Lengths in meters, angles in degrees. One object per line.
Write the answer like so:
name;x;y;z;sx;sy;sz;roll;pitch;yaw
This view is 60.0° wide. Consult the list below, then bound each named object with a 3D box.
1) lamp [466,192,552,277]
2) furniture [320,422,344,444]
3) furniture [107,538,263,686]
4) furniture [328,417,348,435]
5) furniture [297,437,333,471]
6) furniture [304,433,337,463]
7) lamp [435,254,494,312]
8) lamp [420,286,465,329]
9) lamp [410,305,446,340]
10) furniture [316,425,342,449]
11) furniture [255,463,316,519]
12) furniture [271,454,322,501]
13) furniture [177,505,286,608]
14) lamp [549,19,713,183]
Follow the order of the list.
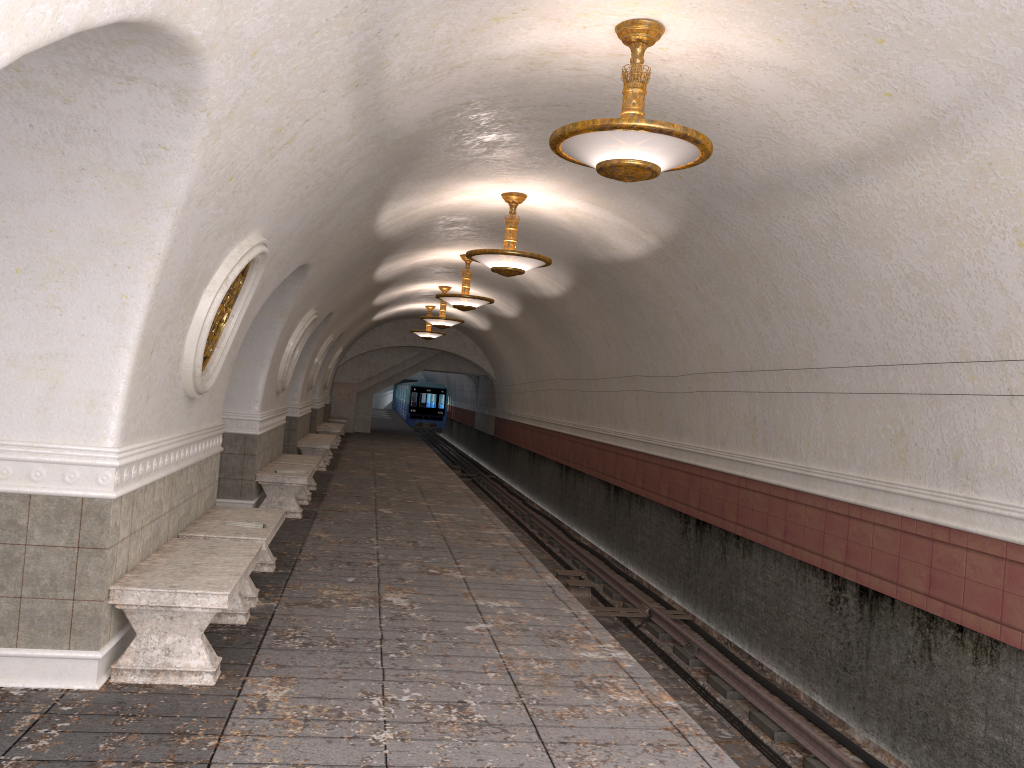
lamp;-0.015;-1.715;10.304;1.008;0.955;1.008;5;-1;-25
furniture;-5.046;1.375;24.816;0.613;0.508;1.509;5;-1;-9
furniture;-1.937;1.333;5.390;0.613;0.508;1.509;5;-1;-9
furniture;-5.776;1.385;29.379;0.613;0.508;1.509;5;-1;-9
furniture;-3.838;1.359;17.268;0.613;0.508;1.509;5;-1;-9
furniture;-4.104;1.363;18.929;0.613;0.508;1.509;5;-1;-9
lamp;-0.778;-1.705;15.073;1.008;0.955;1.008;5;-1;7
lamp;-1.541;-1.695;19.840;1.008;0.955;1.008;5;-1;7
lamp;-2.304;-1.684;24.610;1.008;0.955;1.008;4;-1;37
furniture;-4.780;1.372;23.156;0.613;0.508;1.509;5;-1;-9
furniture;-2.887;1.346;11.323;0.613;0.508;1.509;5;-1;-9
furniture;-3.153;1.350;12.984;0.613;0.508;1.509;5;-1;-9
furniture;-2.203;1.337;7.050;0.613;0.508;1.509;5;-1;-9
lamp;0.754;-1.726;5.503;1.008;0.955;1.008;5;-1;-25
